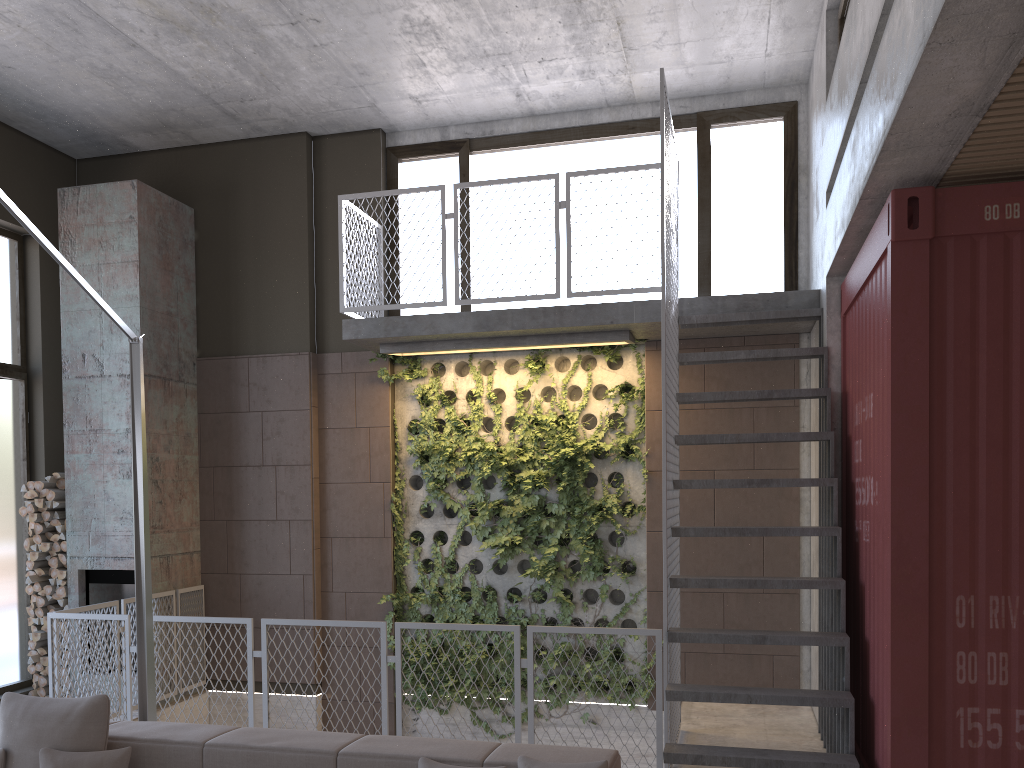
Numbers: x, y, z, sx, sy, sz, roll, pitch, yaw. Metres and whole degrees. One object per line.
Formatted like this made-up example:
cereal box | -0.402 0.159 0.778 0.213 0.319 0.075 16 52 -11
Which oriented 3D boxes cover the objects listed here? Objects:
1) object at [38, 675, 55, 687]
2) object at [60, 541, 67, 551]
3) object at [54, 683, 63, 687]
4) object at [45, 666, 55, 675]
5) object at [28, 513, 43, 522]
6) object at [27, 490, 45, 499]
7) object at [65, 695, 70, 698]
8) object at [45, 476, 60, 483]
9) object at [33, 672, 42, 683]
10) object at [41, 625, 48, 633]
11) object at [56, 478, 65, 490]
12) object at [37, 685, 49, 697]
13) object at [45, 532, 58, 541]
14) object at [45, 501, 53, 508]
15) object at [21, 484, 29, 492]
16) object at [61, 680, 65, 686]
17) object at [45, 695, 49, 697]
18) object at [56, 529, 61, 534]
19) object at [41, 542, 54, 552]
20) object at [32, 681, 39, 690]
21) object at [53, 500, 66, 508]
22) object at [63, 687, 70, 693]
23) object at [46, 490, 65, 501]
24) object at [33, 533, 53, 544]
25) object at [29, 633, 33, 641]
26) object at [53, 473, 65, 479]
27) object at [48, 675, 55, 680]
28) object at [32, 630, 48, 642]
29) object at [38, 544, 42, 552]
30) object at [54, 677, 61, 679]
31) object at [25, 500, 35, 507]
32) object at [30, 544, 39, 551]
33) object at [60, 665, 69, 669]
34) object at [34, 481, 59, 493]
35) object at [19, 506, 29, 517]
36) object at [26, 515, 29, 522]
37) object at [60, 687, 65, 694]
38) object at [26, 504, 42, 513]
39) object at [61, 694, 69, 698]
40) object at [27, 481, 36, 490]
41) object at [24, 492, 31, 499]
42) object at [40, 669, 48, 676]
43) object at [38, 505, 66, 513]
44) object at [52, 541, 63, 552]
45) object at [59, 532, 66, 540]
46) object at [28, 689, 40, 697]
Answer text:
object | -4.160 2.673 7.979 0.098 0.106 0.295 -1 -6 15
object | -3.901 1.458 7.960 0.091 0.092 0.439 -1 -7 13
object | -4.082 2.766 8.066 0.101 0.086 0.365 -1 -7 13
object | -4.050 2.569 8.000 0.091 0.089 0.458 -1 -7 12
object | -4.166 1.205 7.959 0.093 0.083 0.482 -1 -7 13
object | -4.179 0.999 7.945 0.113 0.079 0.437 -2 -7 13
object | -3.886 2.832 7.999 0.091 0.092 0.439 -1 -7 13
object | -4.078 0.873 7.950 0.065 0.073 0.361 -1 -7 12
object | -4.242 2.672 8.045 0.101 0.102 0.294 -1 -6 15
object | -4.082 2.192 7.994 0.115 0.079 0.437 -2 -7 13
object | -4.002 0.916 7.991 0.099 0.107 0.295 -1 -6 15
object | -4.163 2.782 8.060 0.092 0.093 0.439 -1 -7 13
object | -4.097 1.391 8.027 0.101 0.086 0.365 -1 -7 13
object | -4.038 1.088 7.935 0.067 0.066 0.425 -1 -7 13
object | -4.281 0.946 7.980 0.067 0.068 0.425 -1 -7 13
object | -3.947 2.689 7.992 0.067 0.084 0.427 -1 -7 12
object | -4.055 2.846 8.026 0.093 0.083 0.482 -1 -7 13
object | -4.033 1.335 8.044 0.104 0.102 0.293 -1 -6 13
object | -4.071 1.471 7.987 0.093 0.083 0.482 -1 -7 13
object | -4.244 2.710 7.960 0.045 0.072 0.252 -1 -6 13
object | -3.960 1.084 7.915 0.066 0.067 0.425 -1 -7 13
object | -3.916 2.743 7.993 0.071 0.072 0.425 -1 -7 13
object | -4.002 1.006 7.917 0.093 0.092 0.440 -1 -7 13
object | -4.179 1.407 8.021 0.092 0.093 0.439 -1 -7 13
object | -4.225 2.279 8.009 0.067 0.067 0.425 -1 -7 13
object | -4.012 0.835 7.959 0.087 0.055 0.334 -2 -7 13
object | -4.083 2.640 8.017 0.064 0.074 0.361 -1 -7 12
object | -4.152 2.265 7.989 0.093 0.083 0.482 -1 -7 13
object | -4.143 1.485 8.008 0.067 0.067 0.425 -1 -7 13
object | -3.986 2.622 7.988 0.122 0.067 0.365 -2 -7 15
object | -4.256 1.089 7.994 0.066 0.086 0.427 -1 -7 12
object | -4.222 1.486 8.028 0.067 0.067 0.425 -1 -7 13
object | -3.976 2.559 8.011 0.067 0.071 0.425 -1 -7 13
object | -4.145 0.925 7.888 0.104 0.102 0.293 -1 -6 13
object | -4.284 1.156 7.985 0.091 0.092 0.440 -1 -7 13
object | -4.239 1.218 7.980 0.067 0.067 0.425 -1 -7 13
object | -3.986 2.773 8.031 0.115 0.079 0.437 -2 -7 13
object | -4.200 1.127 7.959 0.091 0.089 0.458 -1 -7 13
object | -3.969 2.844 8.024 0.091 0.089 0.458 -1 -7 13
object | -4.213 0.932 7.992 0.091 0.090 0.458 -1 -7 12
object | -4.266 1.019 8.006 0.122 0.068 0.365 -2 -7 15
object | -4.149 2.601 8.005 0.089 0.056 0.334 -2 -7 13
object | -4.096 1.132 7.964 0.115 0.079 0.437 -2 -7 13
object | -3.985 1.470 7.985 0.091 0.089 0.458 -1 -7 13
object | -3.931 1.369 7.955 0.071 0.072 0.425 -1 -7 13
object | -4.278 2.831 8.046 0.064 0.124 0.366 -1 -6 13
